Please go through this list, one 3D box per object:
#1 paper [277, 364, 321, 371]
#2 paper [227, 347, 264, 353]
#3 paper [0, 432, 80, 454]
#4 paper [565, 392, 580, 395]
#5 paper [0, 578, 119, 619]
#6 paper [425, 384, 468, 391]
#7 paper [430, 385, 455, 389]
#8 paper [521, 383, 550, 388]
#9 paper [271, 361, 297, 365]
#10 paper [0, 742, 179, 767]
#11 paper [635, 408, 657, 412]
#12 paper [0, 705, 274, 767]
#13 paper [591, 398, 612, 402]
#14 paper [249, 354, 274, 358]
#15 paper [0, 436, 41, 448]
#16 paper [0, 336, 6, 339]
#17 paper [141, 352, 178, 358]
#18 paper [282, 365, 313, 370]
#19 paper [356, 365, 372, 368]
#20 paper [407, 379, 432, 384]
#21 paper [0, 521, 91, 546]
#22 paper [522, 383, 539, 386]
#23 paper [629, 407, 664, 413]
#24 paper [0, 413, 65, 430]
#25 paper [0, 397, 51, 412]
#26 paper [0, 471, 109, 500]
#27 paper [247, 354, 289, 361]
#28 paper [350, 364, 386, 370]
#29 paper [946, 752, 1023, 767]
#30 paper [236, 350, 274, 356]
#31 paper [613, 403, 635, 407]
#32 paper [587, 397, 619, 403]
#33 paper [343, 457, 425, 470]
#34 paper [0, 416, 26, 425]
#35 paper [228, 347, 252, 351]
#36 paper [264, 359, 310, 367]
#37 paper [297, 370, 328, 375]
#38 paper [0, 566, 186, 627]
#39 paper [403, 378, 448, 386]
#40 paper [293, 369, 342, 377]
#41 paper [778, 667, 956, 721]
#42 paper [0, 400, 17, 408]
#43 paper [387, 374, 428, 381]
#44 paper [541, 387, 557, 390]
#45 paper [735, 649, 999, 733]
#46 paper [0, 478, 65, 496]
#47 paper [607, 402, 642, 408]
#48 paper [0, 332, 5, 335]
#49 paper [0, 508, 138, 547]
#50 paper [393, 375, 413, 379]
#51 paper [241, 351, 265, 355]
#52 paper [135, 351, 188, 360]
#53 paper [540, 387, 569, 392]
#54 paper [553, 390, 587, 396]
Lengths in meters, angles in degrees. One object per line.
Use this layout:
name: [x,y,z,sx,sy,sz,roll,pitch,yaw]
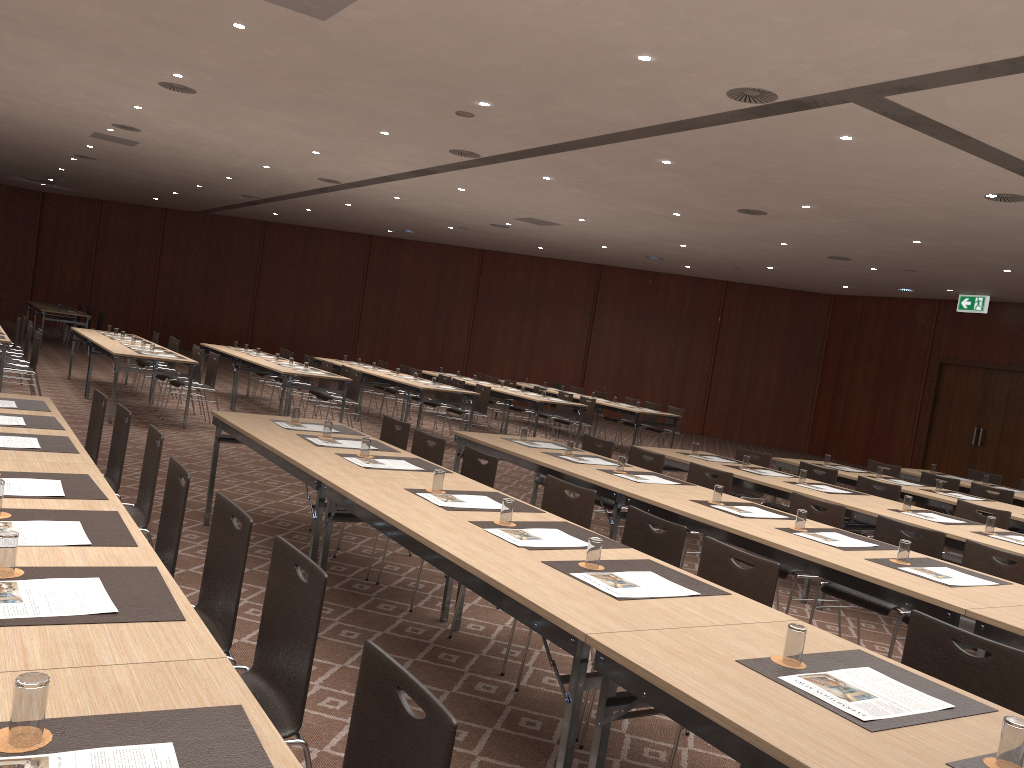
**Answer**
paper: [-3.027,-0.234,12.615,0.566,0.003,0.460,7,3,-29]
paper: [-4.539,-0.581,15.083,0.566,0.003,0.460,7,3,-33]
paper: [-2.371,0.268,4.166,0.566,0.003,0.460,7,3,-33]
paper: [1.127,0.176,17.159,0.398,0.006,0.283,7,3,-30]
paper: [-1.220,0.531,2.209,0.398,0.006,0.283,7,3,-35]
paper: [-0.965,0.054,13.144,0.566,0.003,0.460,7,3,-34]
paper: [-1.020,0.044,13.090,0.398,0.006,0.283,7,3,-33]
paper: [0.467,0.026,18.298,0.566,0.003,0.460,7,3,-35]
paper: [-3.369,-0.313,13.096,0.398,0.006,0.283,7,3,-33]
paper: [-0.723,0.646,1.390,0.398,0.006,0.283,7,3,-29]
paper: [2.316,0.447,15.254,0.398,0.006,0.283,7,3,-31]
paper: [-0.685,0.652,1.471,0.566,0.003,0.460,7,3,-30]
paper: [1.610,0.288,16.344,0.398,0.006,0.283,7,3,-32]
paper: [-3.908,-0.434,13.921,0.398,0.006,0.283,7,3,-34]
paper: [-2.412,0.261,4.101,0.398,0.006,0.283,7,3,-32]
paper: [-5.994,-0.556,9.916,0.566,0.003,0.460,7,3,-33]
paper: [-4.347,-0.358,10.940,0.398,0.006,0.283,7,3,-33]
paper: [-3.048,-0.238,12.544,0.398,0.006,0.283,7,3,-31]
paper: [-2.565,-0.307,15.532,0.398,0.006,0.283,7,3,-31]
paper: [-1.384,-0.036,13.612,0.398,0.006,0.283,7,3,-33]
paper: [-1.536,0.458,2.740,0.398,0.006,0.283,7,3,-33]
paper: [0.421,0.017,18.246,0.398,0.006,0.283,7,3,-32]
paper: [2.326,0.449,15.336,0.566,0.003,0.460,7,3,-32]
paper: [-2.719,0.189,4.717,0.566,0.003,0.460,7,3,-34]
paper: [-3.076,0.108,5.270,0.566,0.003,0.460,7,3,-33]
paper: [-1.878,0.380,3.367,0.566,0.003,0.460,7,3,-35]
paper: [-3.864,-0.425,13.966,0.566,0.003,0.460,7,3,-31]
paper: [-2.542,-0.302,15.600,0.566,0.003,0.460,7,3,-36]
paper: [1.362,0.937,2.012,0.566,0.003,0.460,7,3,-32]
paper: [-4.194,-0.502,14.535,0.566,0.003,0.460,7,3,-32]
paper: [1.979,0.370,15.791,0.398,0.006,0.283,7,3,-36]
paper: [1.657,0.295,16.443,0.566,0.003,0.460,7,3,-31]
paper: [-0.747,0.463,5.165,0.398,0.006,0.283,7,3,-33]
paper: [-2.774,0.180,4.636,0.398,0.006,0.283,7,3,-33]
paper: [-4.571,-0.586,15.014,0.398,0.006,0.283,7,3,-34]
paper: [-3.344,-0.310,13.194,0.566,0.003,0.460,7,3,-34]
paper: [-2.709,-0.160,11.987,0.398,0.006,0.283,7,3,-33]
paper: [-1.177,0.538,2.282,0.566,0.003,0.460,7,3,-31]
paper: [-1.326,-0.028,13.705,0.566,0.003,0.460,7,3,-32]
paper: [-2.658,-0.153,12.084,0.566,0.003,0.460,7,3,-33]
paper: [0.982,0.854,2.461,0.398,0.006,0.283,7,3,-32]
paper: [-3.119,0.102,5.170,0.398,0.006,0.283,7,3,-33]
paper: [-1.695,-0.109,14.243,0.566,0.003,0.460,7,3,-33]
paper: [0.780,0.097,17.713,0.398,0.006,0.283,7,3,-35]
paper: [1.004,0.858,2.525,0.566,0.003,0.460,7,3,-32]
paper: [-1.891,0.378,3.295,0.398,0.006,0.283,7,3,-31]
paper: [1.994,0.373,15.873,0.566,0.003,0.460,7,3,-32]
paper: [-6.332,-0.634,10.476,0.566,0.003,0.460,7,3,-35]
paper: [-1.538,0.457,2.847,0.566,0.003,0.460,7,3,-32]
paper: [-1.710,-0.112,14.174,0.398,0.006,0.283,7,3,-30]
paper: [-4.220,-0.507,14.457,0.398,0.006,0.283,7,3,-34]
paper: [-4.362,-0.360,11.001,0.566,0.003,0.460,7,3,-32]
paper: [0.817,0.103,17.799,0.566,0.003,0.460,7,3,-29]
paper: [1.150,0.181,17.220,0.566,0.003,0.460,7,3,-33]
